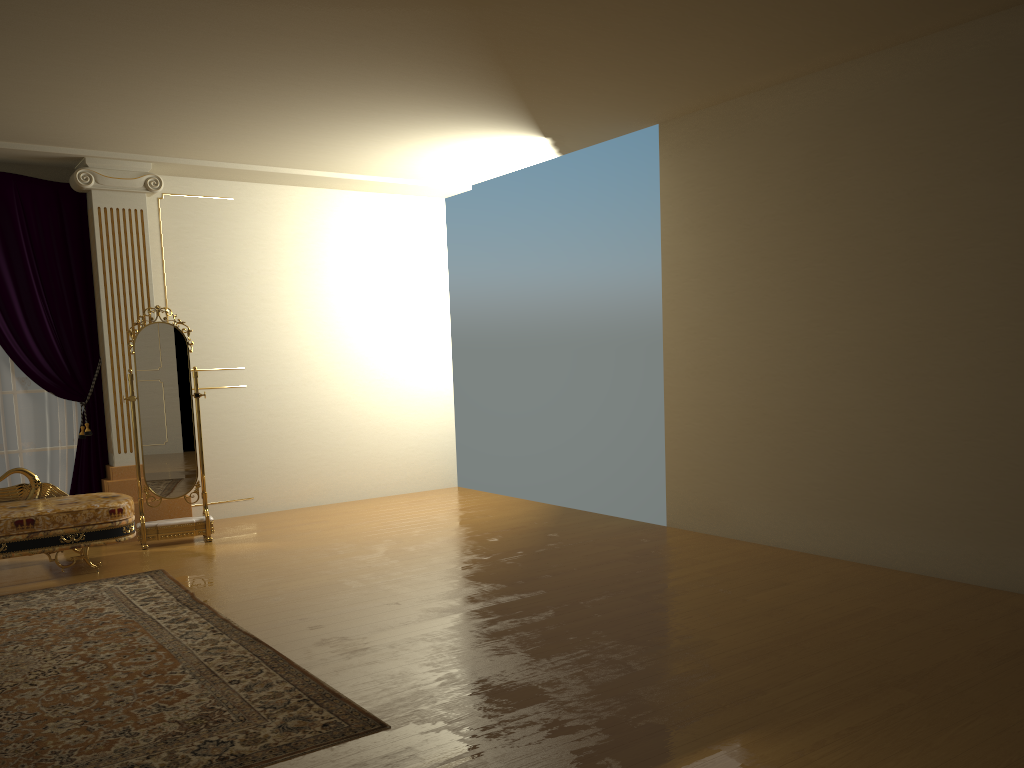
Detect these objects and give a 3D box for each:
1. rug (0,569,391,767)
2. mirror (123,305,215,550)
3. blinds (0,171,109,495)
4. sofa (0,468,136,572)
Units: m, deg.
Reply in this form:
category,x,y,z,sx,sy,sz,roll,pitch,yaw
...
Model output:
category,x,y,z,sx,sy,sz,roll,pitch,yaw
rug,-2.165,1.217,3.685,2.111,0.017,3.072,-4,2,-35
mirror,-2.445,0.297,6.276,0.540,1.710,0.242,-5,6,-25
blinds,-3.948,-0.111,5.997,2.228,2.669,0.338,-5,6,-34
sofa,-3.301,0.778,5.341,1.888,0.876,0.691,-4,5,-35
